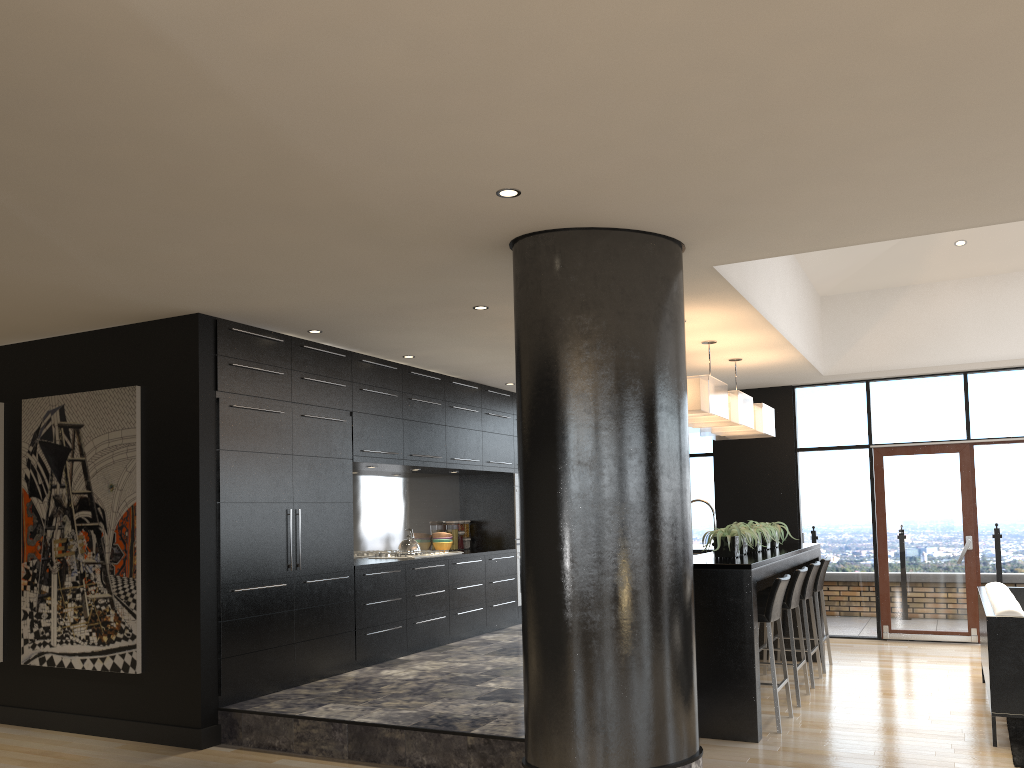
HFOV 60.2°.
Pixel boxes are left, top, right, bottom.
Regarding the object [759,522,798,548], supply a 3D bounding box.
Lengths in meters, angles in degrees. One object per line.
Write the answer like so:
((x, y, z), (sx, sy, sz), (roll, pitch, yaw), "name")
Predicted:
((2.166, 1.289, 7.554), (0.398, 0.215, 0.409), (4, -9, -38), "object")

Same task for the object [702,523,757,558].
((1.456, 1.083, 6.112), (0.407, 0.237, 0.400), (4, -9, -38), "object")

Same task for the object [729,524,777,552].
((1.877, 1.191, 6.844), (0.407, 0.215, 0.400), (4, -9, -38), "object")

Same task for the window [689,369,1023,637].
((4.041, -0.806, 1.929), (10.135, 4.746, 16.020), (-3, -8, 13), "window")

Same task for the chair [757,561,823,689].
((2.240, 1.927, 7.154), (0.520, 0.957, 0.478), (-3, -5, 26), "chair")

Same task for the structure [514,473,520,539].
((0.184, 1.358, 9.827), (0.086, 0.701, 0.705), (-3, -6, 26), "structure")

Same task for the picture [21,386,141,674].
((-2.939, 0.995, 6.027), (1.158, 1.860, 0.077), (-4, -4, 26), "picture")

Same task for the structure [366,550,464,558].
((-0.901, 1.620, 8.348), (0.521, 0.066, 0.906), (-5, -9, 26), "structure")

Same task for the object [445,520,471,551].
((-0.580, 1.638, 9.556), (0.114, 0.313, 0.367), (-3, -6, 26), "object")

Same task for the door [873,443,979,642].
((4.210, 1.615, 9.003), (0.900, 1.979, 0.095), (-3, -4, 26), "door")

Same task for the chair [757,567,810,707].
((1.928, 1.843, 6.529), (0.520, 0.957, 0.478), (-3, -5, 26), "chair")

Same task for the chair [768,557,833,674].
((2.541, 2.009, 7.757), (0.520, 0.957, 0.478), (-3, -5, 26), "chair")

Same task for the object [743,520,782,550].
((2.044, 1.226, 7.183), (0.407, 0.237, 0.400), (4, -9, -38), "object")

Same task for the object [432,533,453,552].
((-0.725, 1.649, 9.206), (0.185, 0.204, 0.206), (-4, -6, 27), "object")

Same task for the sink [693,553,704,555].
((1.385, 1.455, 7.057), (0.462, 0.158, 0.928), (-5, -9, 26), "sink")

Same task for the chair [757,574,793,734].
((1.576, 1.748, 5.825), (0.520, 0.957, 0.478), (-3, -5, 26), "chair")

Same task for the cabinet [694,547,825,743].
((1.630, 1.875, 6.967), (1.182, 1.029, 3.135), (-4, -8, 26), "cabinet")

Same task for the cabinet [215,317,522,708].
((-0.906, 1.190, 8.370), (0.730, 2.504, 5.764), (-3, -7, 26), "cabinet")

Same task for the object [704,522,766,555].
((1.661, 1.130, 6.468), (0.398, 0.237, 0.409), (4, -9, -38), "object")

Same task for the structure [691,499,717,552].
((1.355, 1.442, 7.121), (0.657, 1.010, 2.794), (-4, -8, 26), "structure")

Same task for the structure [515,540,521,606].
((0.201, 2.073, 9.790), (0.086, 0.701, 0.705), (-3, -6, 26), "structure")

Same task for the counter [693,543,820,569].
((1.617, 1.344, 6.994), (1.183, 0.031, 3.135), (-6, -9, 26), "counter")

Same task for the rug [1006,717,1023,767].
((4.472, 2.097, 5.459), (2.488, 0.011, 3.052), (-6, -9, 27), "rug")

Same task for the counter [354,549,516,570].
((-0.917, 1.644, 8.356), (0.732, 0.033, 2.879), (-5, -9, 26), "counter")

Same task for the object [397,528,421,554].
((-0.946, 1.436, 8.097), (0.221, 0.228, 0.222), (-3, -6, 19), "object")

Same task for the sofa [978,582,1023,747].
((3.590, 1.777, 5.829), (0.840, 0.797, 2.045), (-4, -8, 26), "sofa")

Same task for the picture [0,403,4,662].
((-4.197, 1.118, 6.652), (1.158, 1.860, 0.077), (-4, -4, 26), "picture")
